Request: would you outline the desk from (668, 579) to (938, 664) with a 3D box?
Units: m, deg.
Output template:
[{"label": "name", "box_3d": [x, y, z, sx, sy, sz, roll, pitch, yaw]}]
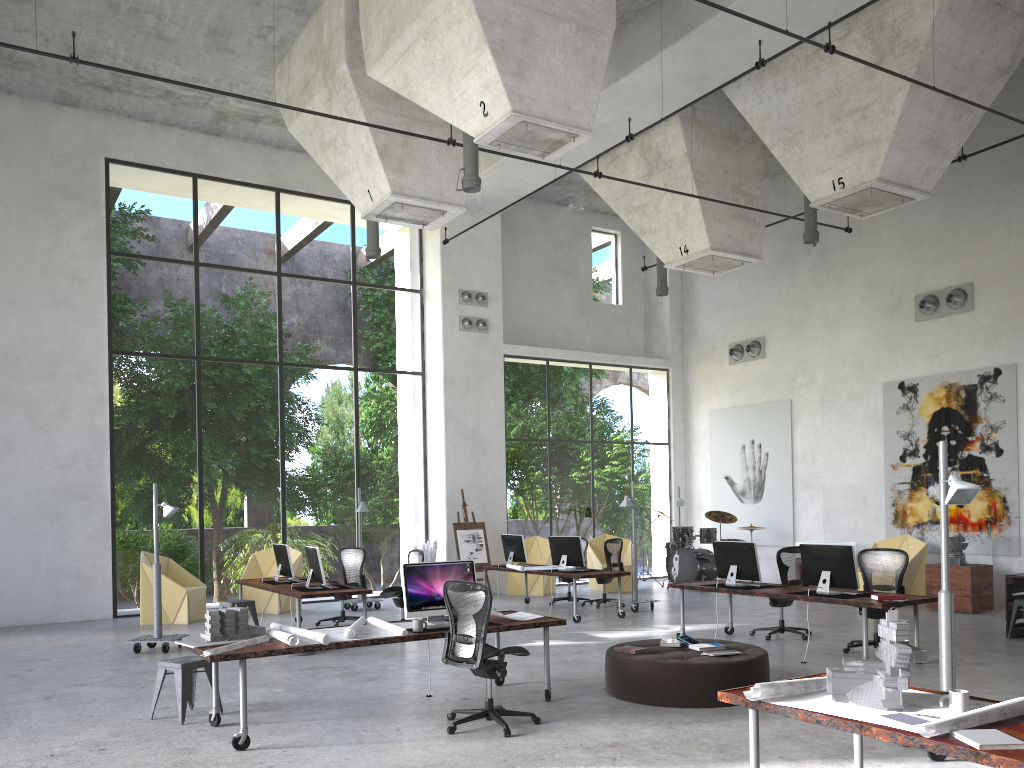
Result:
[{"label": "desk", "box_3d": [3.231, 2.762, 10.245, 0.974, 0.720, 3.153, 2, -8, -31]}]

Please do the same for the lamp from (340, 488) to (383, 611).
[{"label": "lamp", "box_3d": [-2.676, 2.905, 15.494, 0.579, 2.148, 0.598, -1, -1, -32]}]

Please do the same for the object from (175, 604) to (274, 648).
[{"label": "object", "box_3d": [-2.287, 1.928, 7.121, 0.738, 0.304, 0.436, 5, -8, -42]}]

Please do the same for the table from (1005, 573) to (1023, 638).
[{"label": "table", "box_3d": [7.214, 2.711, 10.678, 1.507, 0.792, 1.613, 3, -8, -32]}]

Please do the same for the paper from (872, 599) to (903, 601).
[{"label": "paper", "box_3d": [3.894, 2.223, 9.060, 0.292, 0.001, 0.211, -8, -10, 40]}]

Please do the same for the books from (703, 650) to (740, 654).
[{"label": "books", "box_3d": [1.884, 2.413, 7.906, 0.301, 0.040, 0.222, -2, -8, 3]}]

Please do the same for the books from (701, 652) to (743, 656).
[{"label": "books", "box_3d": [1.883, 2.417, 7.880, 0.300, 0.031, 0.222, 1, -8, -17]}]

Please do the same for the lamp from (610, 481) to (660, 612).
[{"label": "lamp", "box_3d": [2.023, 2.680, 14.569, 0.596, 2.148, 0.581, -1, -1, -32]}]

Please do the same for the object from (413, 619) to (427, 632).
[{"label": "object", "box_3d": [-0.776, 2.033, 7.410, 0.122, 0.100, 0.088, -1, -4, -3]}]

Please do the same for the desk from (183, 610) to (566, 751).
[{"label": "desk", "box_3d": [-1.084, 2.465, 7.532, 3.132, 0.722, 0.980, 4, -7, -32]}]

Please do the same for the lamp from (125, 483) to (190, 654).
[{"label": "lamp", "box_3d": [-4.554, 2.346, 11.258, 0.596, 2.148, 0.580, -1, -1, 1]}]

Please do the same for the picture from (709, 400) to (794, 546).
[{"label": "picture", "box_3d": [5.148, 1.984, 19.062, 0.020, 3.011, 2.350, -1, -3, -32]}]

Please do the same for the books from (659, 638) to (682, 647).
[{"label": "books", "box_3d": [1.533, 2.493, 8.468, 0.198, 0.035, 0.287, -3, -8, 14]}]

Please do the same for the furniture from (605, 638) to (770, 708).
[{"label": "furniture", "box_3d": [1.632, 2.686, 8.239, 1.509, 0.427, 1.520, 3, -9, -30]}]

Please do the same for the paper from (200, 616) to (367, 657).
[{"label": "paper", "box_3d": [-1.676, 2.031, 7.169, 0.892, 0.103, 1.947, -2, -8, 7]}]

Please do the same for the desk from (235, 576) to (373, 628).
[{"label": "desk", "box_3d": [-3.007, 3.182, 12.355, 0.964, 0.720, 3.154, 2, -8, -31]}]

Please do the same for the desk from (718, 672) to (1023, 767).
[{"label": "desk", "box_3d": [2.342, 1.858, 3.693, 0.974, 0.720, 3.153, 2, -8, -31]}]

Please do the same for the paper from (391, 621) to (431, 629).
[{"label": "paper", "box_3d": [-0.839, 2.138, 7.806, 0.485, 0.001, 0.433, 2, -9, -21]}]

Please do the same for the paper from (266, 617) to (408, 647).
[{"label": "paper", "box_3d": [-1.459, 2.037, 7.267, 1.076, 0.104, 0.983, 4, -9, -32]}]

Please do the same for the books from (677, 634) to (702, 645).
[{"label": "books", "box_3d": [1.701, 2.466, 8.417, 0.205, 0.102, 0.145, -7, -8, 43]}]

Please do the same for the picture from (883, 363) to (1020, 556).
[{"label": "picture", "box_3d": [7.303, 1.335, 14.752, 0.020, 3.011, 2.368, -1, -3, -32]}]

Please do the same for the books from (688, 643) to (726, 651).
[{"label": "books", "box_3d": [1.819, 2.448, 8.180, 0.284, 0.033, 0.199, 2, -8, -19]}]

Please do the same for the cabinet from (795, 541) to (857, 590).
[{"label": "cabinet", "box_3d": [5.689, 3.367, 15.934, 0.743, 1.011, 0.739, 1, -3, -32]}]

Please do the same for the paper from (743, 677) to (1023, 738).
[{"label": "paper", "box_3d": [1.885, 1.567, 4.387, 0.977, 0.104, 1.083, 5, -10, -36]}]

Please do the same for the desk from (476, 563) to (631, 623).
[{"label": "desk", "box_3d": [0.609, 3.416, 14.526, 0.974, 0.720, 3.153, 2, -8, -31]}]

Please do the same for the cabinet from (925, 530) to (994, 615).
[{"label": "cabinet", "box_3d": [6.939, 2.901, 13.642, 0.594, 1.252, 0.746, 0, -2, -32]}]

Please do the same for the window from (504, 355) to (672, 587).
[{"label": "window", "box_3d": [1.775, 1.962, 19.363, 4.564, 4.882, 0.020, 1, -1, -32]}]

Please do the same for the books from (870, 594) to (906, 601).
[{"label": "books", "box_3d": [3.866, 2.193, 9.038, 0.285, 0.052, 0.204, -1, -8, 0]}]

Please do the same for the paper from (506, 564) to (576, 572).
[{"label": "paper", "box_3d": [0.478, 3.045, 14.722, 1.075, 0.104, 0.984, 2, -9, -22]}]

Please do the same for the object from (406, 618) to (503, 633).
[{"label": "object", "box_3d": [-0.591, 2.133, 7.759, 0.849, 0.008, 0.693, 4, -9, -30]}]

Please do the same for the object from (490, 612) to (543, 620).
[{"label": "object", "box_3d": [-0.014, 2.116, 8.092, 0.470, 0.085, 0.439, 3, -9, -28]}]

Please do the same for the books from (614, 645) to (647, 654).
[{"label": "books", "box_3d": [1.101, 2.464, 8.149, 0.175, 0.032, 0.256, 5, -10, -40]}]

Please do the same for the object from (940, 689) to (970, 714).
[{"label": "object", "box_3d": [2.136, 1.528, 4.228, 0.122, 0.100, 0.088, -1, -4, -3]}]

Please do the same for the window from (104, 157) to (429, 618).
[{"label": "window", "box_3d": [-4.311, 0.252, 16.462, 5.963, 7.833, 0.067, 1, -1, -32]}]

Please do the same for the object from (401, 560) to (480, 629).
[{"label": "object", "box_3d": [-0.597, 1.850, 7.763, 0.715, 0.552, 0.379, 2, -4, -30]}]

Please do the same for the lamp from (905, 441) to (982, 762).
[{"label": "lamp", "box_3d": [2.989, 1.466, 6.052, 0.579, 2.148, 0.597, -1, -1, -7]}]
